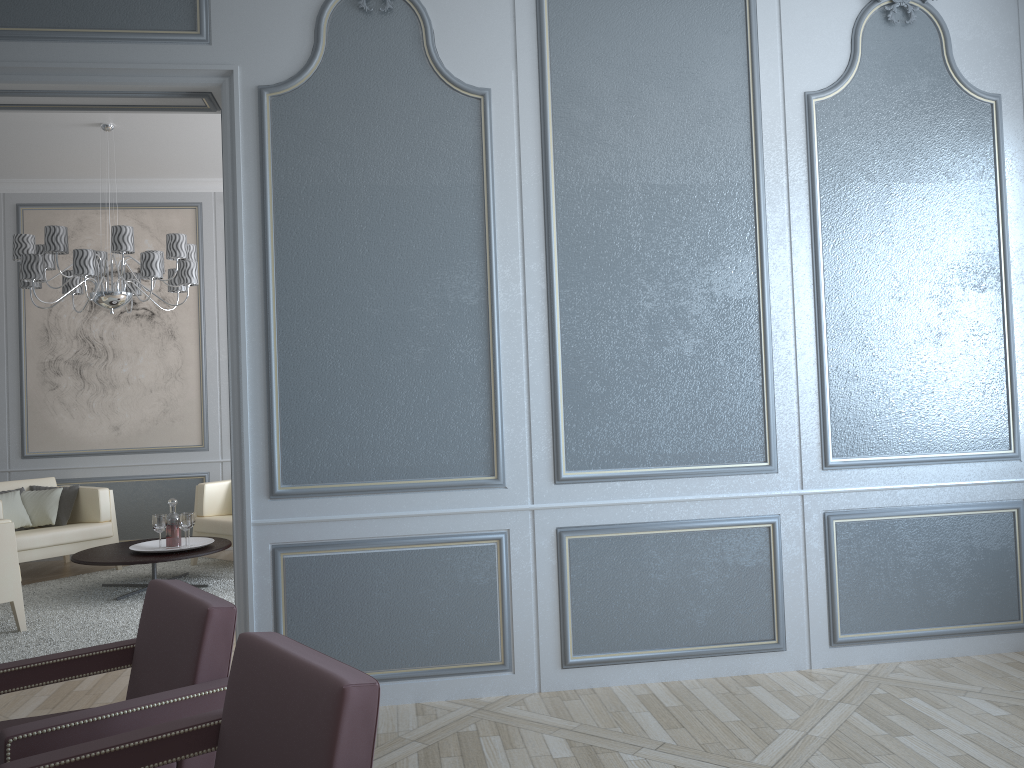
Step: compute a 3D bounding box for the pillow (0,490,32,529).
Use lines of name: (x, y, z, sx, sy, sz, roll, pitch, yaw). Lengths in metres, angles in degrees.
pillow: (-3.248, 0.817, 5.644, 0.163, 0.245, 0.312, -3, -1, 26)

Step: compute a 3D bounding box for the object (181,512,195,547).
object: (-1.925, 0.865, 5.278, 0.080, 0.196, 0.080, -1, -2, -25)

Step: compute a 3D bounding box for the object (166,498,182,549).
object: (-2.000, 0.821, 5.234, 0.086, 0.290, 0.086, -3, -2, 13)

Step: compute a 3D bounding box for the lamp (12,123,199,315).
lamp: (-2.366, -0.965, 5.202, 0.976, 1.120, 0.976, -2, -1, -20)

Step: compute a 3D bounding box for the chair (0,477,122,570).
chair: (-3.129, 0.946, 5.743, 0.737, 0.621, 0.855, -3, -1, 37)

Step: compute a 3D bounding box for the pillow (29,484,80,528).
pillow: (-3.079, 0.815, 5.895, 0.351, 0.276, 0.184, -2, -1, 8)

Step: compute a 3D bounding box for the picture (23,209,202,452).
picture: (-2.913, -0.405, 6.480, 1.199, 1.752, 0.001, -2, -2, -8)

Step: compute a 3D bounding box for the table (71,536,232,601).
table: (-2.120, 1.093, 5.254, 0.882, 0.239, 0.882, -2, -1, -11)

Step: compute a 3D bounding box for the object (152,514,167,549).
object: (-2.083, 0.871, 5.246, 0.080, 0.196, 0.080, -1, -2, -25)

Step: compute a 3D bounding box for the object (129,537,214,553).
object: (-1.999, 0.955, 5.219, 0.468, 0.028, 0.468, -2, -1, 4)

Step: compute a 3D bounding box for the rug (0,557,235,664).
rug: (-2.132, 1.205, 4.948, 1.999, 0.010, 2.000, -3, -1, 37)

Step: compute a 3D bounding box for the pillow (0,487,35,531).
pillow: (-3.292, 0.820, 5.720, 0.184, 0.276, 0.351, -3, -2, 38)

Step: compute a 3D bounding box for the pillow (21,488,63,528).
pillow: (-3.124, 0.815, 5.818, 0.312, 0.245, 0.163, -2, -1, -4)

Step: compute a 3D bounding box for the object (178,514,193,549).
object: (-1.912, 0.864, 5.195, 0.080, 0.196, 0.080, -1, -2, -25)

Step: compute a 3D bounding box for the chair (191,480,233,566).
chair: (-1.601, 0.891, 5.959, 0.854, 0.621, 0.737, -3, -1, 37)

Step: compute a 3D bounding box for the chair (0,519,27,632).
chair: (-2.924, 0.920, 4.285, 0.854, 0.621, 0.737, -3, -1, 37)

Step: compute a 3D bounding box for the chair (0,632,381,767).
chair: (-0.573, 0.790, 1.406, 0.606, 0.620, 0.576, -1, -2, -38)

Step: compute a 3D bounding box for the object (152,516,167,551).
object: (-2.046, 0.868, 5.155, 0.080, 0.196, 0.080, -2, -2, -5)

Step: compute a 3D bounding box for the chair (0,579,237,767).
chair: (-0.980, 0.812, 1.977, 0.606, 0.620, 0.576, -1, -2, -38)
